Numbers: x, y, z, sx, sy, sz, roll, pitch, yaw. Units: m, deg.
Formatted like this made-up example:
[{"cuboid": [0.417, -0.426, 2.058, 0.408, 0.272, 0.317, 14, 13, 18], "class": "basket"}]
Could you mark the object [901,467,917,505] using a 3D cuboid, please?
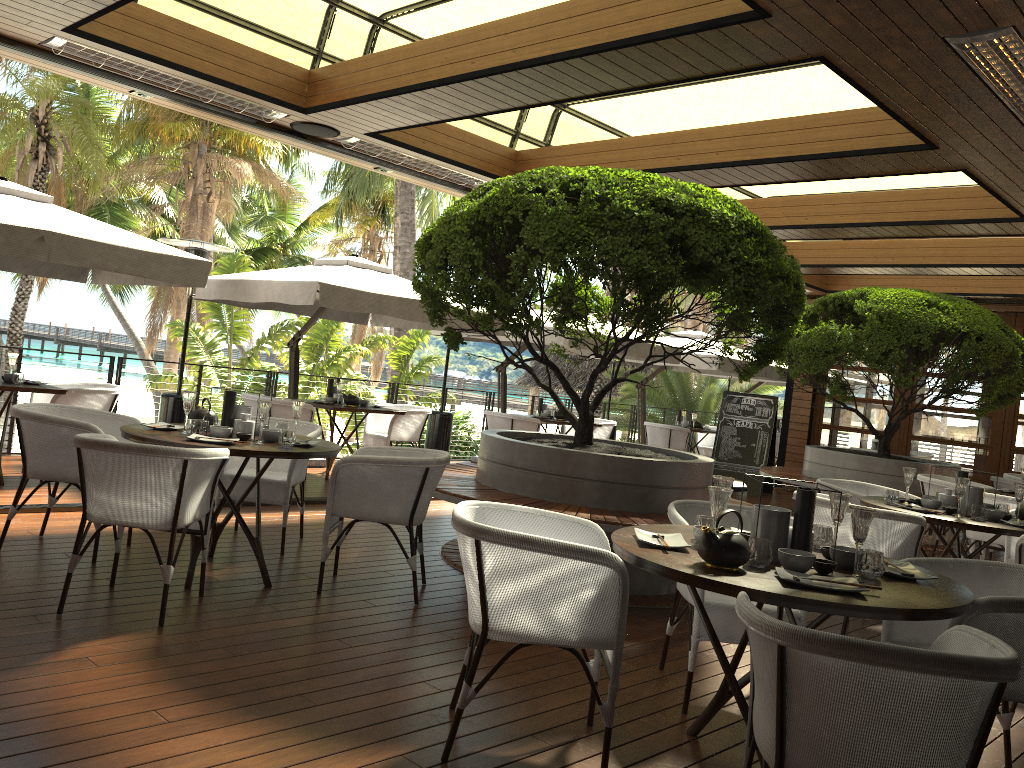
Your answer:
[{"cuboid": [2.447, 0.632, 5.482, 0.082, 0.227, 0.082, 7, 0, -28], "class": "object"}]

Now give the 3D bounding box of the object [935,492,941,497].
[{"cuboid": [2.734, 0.737, 5.652, 0.086, 0.086, 0.086, 7, 0, 16], "class": "object"}]

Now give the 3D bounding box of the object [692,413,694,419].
[{"cuboid": [2.957, 0.594, 14.439, 0.082, 0.227, 0.082, 6, 0, 44], "class": "object"}]

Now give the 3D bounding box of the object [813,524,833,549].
[{"cuboid": [1.171, 0.580, 3.353, 0.086, 0.086, 0.086, 7, 0, -37], "class": "object"}]

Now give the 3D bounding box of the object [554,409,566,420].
[{"cuboid": [0.640, 0.380, 11.650, 0.167, 0.179, 0.163, 7, 0, -45], "class": "object"}]

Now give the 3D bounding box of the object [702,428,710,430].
[{"cuboid": [3.107, 0.716, 14.440, 0.295, 0.025, 0.170, 7, 1, 43], "class": "object"}]

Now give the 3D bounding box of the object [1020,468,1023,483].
[{"cuboid": [4.322, 0.829, 7.482, 0.082, 0.227, 0.082, 7, 0, -37], "class": "object"}]

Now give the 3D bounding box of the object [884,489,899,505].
[{"cuboid": [2.319, 0.691, 5.410, 0.086, 0.086, 0.086, 7, 0, 21], "class": "object"}]

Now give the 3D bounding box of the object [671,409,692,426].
[{"cuboid": [2.740, 0.555, 14.309, 0.263, 0.264, 0.263, 7, 0, -2], "class": "object"}]

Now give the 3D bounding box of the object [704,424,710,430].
[{"cuboid": [3.129, 0.690, 14.229, 0.086, 0.086, 0.086, 7, 0, -42], "class": "object"}]

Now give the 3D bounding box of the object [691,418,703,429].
[{"cuboid": [2.950, 0.623, 14.103, 0.168, 0.179, 0.163, 7, 0, 42], "class": "object"}]

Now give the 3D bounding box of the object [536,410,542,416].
[{"cuboid": [0.354, 0.394, 11.648, 0.086, 0.086, 0.086, 7, 0, -42], "class": "object"}]

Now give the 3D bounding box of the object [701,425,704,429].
[{"cuboid": [3.036, 0.689, 14.293, 0.116, 0.065, 0.116, 6, 0, -42], "class": "object"}]

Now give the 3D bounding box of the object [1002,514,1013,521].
[{"cuboid": [2.877, 0.782, 5.180, 0.080, 0.042, 0.080, 7, 0, -8], "class": "object"}]

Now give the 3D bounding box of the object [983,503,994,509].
[{"cuboid": [2.926, 0.773, 5.462, 0.116, 0.065, 0.116, 6, 0, -26], "class": "object"}]

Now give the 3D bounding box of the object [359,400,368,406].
[{"cuboid": [-1.577, 0.203, 9.402, 0.116, 0.065, 0.116, 7, 0, 42], "class": "object"}]

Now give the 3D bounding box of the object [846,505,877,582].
[{"cuboid": [1.094, 0.503, 2.796, 0.082, 0.227, 0.082, 7, 0, -4], "class": "object"}]

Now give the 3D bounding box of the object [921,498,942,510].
[{"cuboid": [2.517, 0.726, 5.326, 0.116, 0.065, 0.116, 6, 0, -26], "class": "object"}]

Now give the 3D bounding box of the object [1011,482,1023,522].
[{"cuboid": [2.978, 0.697, 5.208, 0.082, 0.227, 0.082, 7, 0, -28], "class": "object"}]

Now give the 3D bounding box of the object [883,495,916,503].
[{"cuboid": [2.518, 0.743, 5.701, 0.294, 0.025, 0.170, 6, 1, -29], "class": "object"}]

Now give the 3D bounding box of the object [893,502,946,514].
[{"cuboid": [2.406, 0.735, 5.195, 0.170, 0.025, 0.295, 6, 1, -24], "class": "object"}]

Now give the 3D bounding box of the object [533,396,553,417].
[{"cuboid": [0.429, 0.311, 11.860, 0.263, 0.264, 0.263, 7, 0, -2], "class": "object"}]

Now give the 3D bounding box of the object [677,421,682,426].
[{"cuboid": [2.665, 0.637, 14.097, 0.086, 0.086, 0.086, 7, 0, -42], "class": "object"}]

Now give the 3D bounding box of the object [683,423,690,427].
[{"cuboid": [2.756, 0.659, 14.037, 0.116, 0.065, 0.116, 6, 0, -42], "class": "object"}]

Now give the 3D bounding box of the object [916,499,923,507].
[{"cuboid": [2.542, 0.739, 5.495, 0.080, 0.042, 0.080, 6, 0, -30], "class": "object"}]

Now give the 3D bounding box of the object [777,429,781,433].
[{"cuboid": [4.996, 0.883, 16.570, 0.086, 0.086, 0.086, 7, 0, -42], "class": "object"}]

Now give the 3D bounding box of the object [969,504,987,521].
[{"cuboid": [2.670, 0.736, 5.076, 0.086, 0.086, 0.086, 7, 0, 16], "class": "object"}]

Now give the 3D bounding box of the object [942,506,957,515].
[{"cuboid": [2.572, 0.746, 5.213, 0.080, 0.042, 0.080, 7, 0, 5], "class": "object"}]

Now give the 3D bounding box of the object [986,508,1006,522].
[{"cuboid": [2.789, 0.760, 5.131, 0.116, 0.065, 0.116, 7, 0, -3], "class": "object"}]

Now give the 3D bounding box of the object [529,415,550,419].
[{"cuboid": [0.371, 0.429, 11.440, 0.295, 0.025, 0.170, 7, 1, 43], "class": "object"}]

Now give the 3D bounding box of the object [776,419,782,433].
[{"cuboid": [5.071, 0.800, 16.782, 0.263, 0.264, 0.263, 7, 0, -2], "class": "object"}]

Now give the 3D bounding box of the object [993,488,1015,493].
[{"cuboid": [4.294, 0.928, 7.694, 0.294, 0.025, 0.170, 6, 1, -38], "class": "object"}]

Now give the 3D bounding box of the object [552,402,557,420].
[{"cuboid": [0.546, 0.345, 11.442, 0.082, 0.227, 0.082, 6, 0, 33], "class": "object"}]

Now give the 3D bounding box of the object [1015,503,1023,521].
[{"cuboid": [3.092, 0.736, 5.275, 0.163, 0.179, 0.168, 7, 0, -26], "class": "object"}]

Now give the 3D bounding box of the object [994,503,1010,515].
[{"cuboid": [2.957, 0.766, 5.352, 0.086, 0.086, 0.086, 7, 0, 21], "class": "object"}]

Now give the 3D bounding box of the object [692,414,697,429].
[{"cuboid": [2.856, 0.588, 13.891, 0.082, 0.227, 0.082, 6, 0, 44], "class": "object"}]

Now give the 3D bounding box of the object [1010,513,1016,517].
[{"cuboid": [3.042, 0.805, 5.592, 0.170, 0.025, 0.295, 6, 1, -24], "class": "object"}]

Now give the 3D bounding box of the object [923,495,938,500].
[{"cuboid": [2.642, 0.738, 5.563, 0.116, 0.065, 0.116, 7, 0, -3], "class": "object"}]

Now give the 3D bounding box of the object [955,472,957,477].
[{"cuboid": [2.845, 0.677, 5.628, 0.082, 0.227, 0.082, 7, 0, -35], "class": "object"}]

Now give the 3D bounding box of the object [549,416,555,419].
[{"cuboid": [0.516, 0.436, 11.520, 0.080, 0.042, 0.080, 7, 0, 5], "class": "object"}]

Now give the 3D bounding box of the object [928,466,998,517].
[{"cuboid": [2.726, 0.651, 5.370, 0.263, 0.264, 0.264, 7, 0, -29], "class": "object"}]

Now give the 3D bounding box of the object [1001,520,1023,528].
[{"cuboid": [2.929, 0.798, 5.016, 0.294, 0.025, 0.170, 6, 1, -29], "class": "object"}]

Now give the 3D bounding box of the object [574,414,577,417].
[{"cuboid": [0.818, 0.446, 11.780, 0.086, 0.086, 0.086, 7, 0, -42], "class": "object"}]

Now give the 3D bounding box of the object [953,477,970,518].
[{"cuboid": [2.571, 0.651, 5.087, 0.082, 0.227, 0.082, 7, 0, -35], "class": "object"}]

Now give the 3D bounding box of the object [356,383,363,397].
[{"cuboid": [-1.656, 0.108, 9.547, 0.082, 0.227, 0.082, 6, 0, 44], "class": "object"}]

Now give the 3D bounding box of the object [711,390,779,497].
[{"cuboid": [3.297, 0.825, 12.534, 0.769, 1.397, 0.771, 7, 0, 28], "class": "object"}]

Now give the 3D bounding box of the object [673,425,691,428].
[{"cuboid": [2.681, 0.672, 13.890, 0.295, 0.025, 0.170, 7, 1, 43], "class": "object"}]

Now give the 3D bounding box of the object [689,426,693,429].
[{"cuboid": [2.827, 0.680, 13.970, 0.080, 0.042, 0.080, 7, 0, 35], "class": "object"}]

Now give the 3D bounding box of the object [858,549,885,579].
[{"cuboid": [1.160, 0.584, 2.870, 0.086, 0.086, 0.086, 7, 0, 7], "class": "object"}]

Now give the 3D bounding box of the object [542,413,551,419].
[{"cuboid": [0.446, 0.416, 11.587, 0.116, 0.065, 0.116, 7, 0, 42], "class": "object"}]
